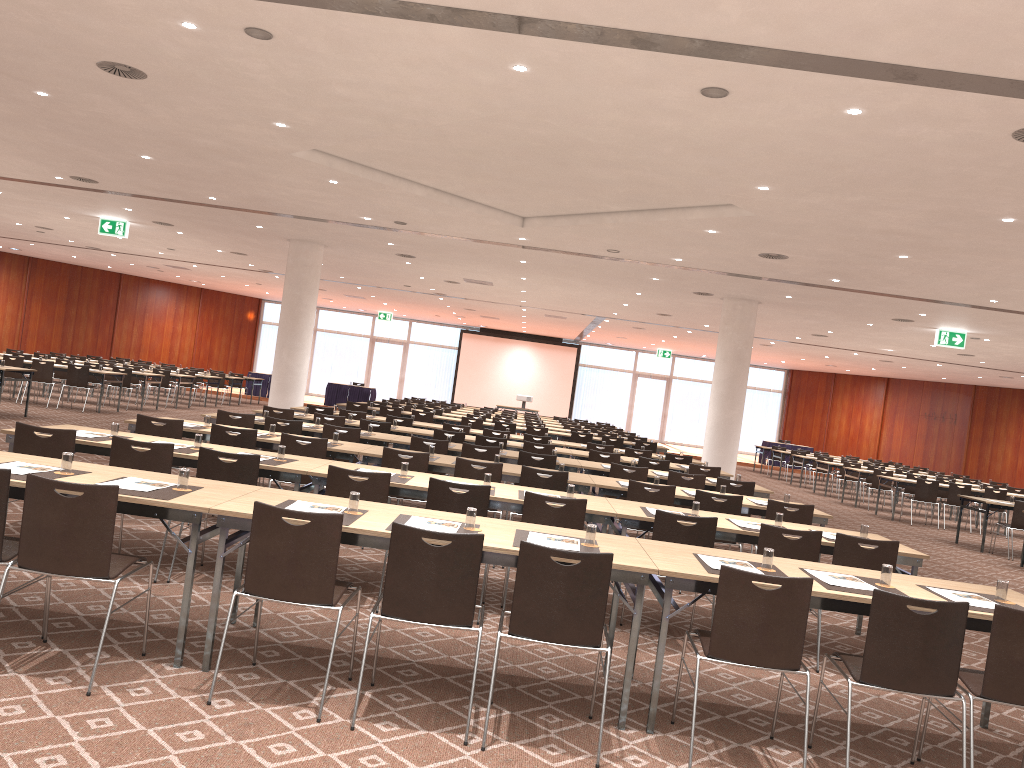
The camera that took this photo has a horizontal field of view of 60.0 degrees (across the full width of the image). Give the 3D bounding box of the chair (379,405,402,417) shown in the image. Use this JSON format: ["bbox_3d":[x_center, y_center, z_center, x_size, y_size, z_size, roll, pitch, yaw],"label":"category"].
[{"bbox_3d":[-2.474,0.917,17.884,0.535,0.939,0.614,8,0,1],"label":"chair"}]

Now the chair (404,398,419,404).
[{"bbox_3d":[-2.974,0.884,25.891,0.535,0.939,0.613,8,0,-2],"label":"chair"}]

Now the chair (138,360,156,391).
[{"bbox_3d":[-11.570,-0.263,27.971,0.535,0.939,0.613,8,0,0],"label":"chair"}]

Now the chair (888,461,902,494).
[{"bbox_3d":[11.787,2.875,27.560,0.535,0.939,0.614,8,0,0],"label":"chair"}]

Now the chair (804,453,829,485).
[{"bbox_3d":[8.884,2.477,25.741,0.535,0.939,0.614,8,0,2],"label":"chair"}]

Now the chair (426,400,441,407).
[{"bbox_3d":[-2.334,0.970,25.806,0.535,0.939,0.613,8,0,0],"label":"chair"}]

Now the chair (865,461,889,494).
[{"bbox_3d":[10.561,2.702,25.658,0.535,0.939,0.613,8,0,-1],"label":"chair"}]

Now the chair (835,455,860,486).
[{"bbox_3d":[10.472,2.698,27.578,0.535,0.939,0.613,8,0,-2],"label":"chair"}]

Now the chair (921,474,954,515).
[{"bbox_3d":[10.446,2.670,21.659,0.535,0.939,0.614,8,0,3],"label":"chair"}]

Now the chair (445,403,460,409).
[{"bbox_3d":[-1.758,1.047,25.832,0.535,0.939,0.614,8,0,4],"label":"chair"}]

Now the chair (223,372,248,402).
[{"bbox_3d":[-8.648,0.129,27.848,0.535,0.939,0.614,8,0,1],"label":"chair"}]

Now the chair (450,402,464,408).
[{"bbox_3d":[-1.766,1.054,27.798,0.535,0.939,0.613,8,0,-1],"label":"chair"}]

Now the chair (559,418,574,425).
[{"bbox_3d":[1.530,1.489,25.828,0.535,0.939,0.614,8,0,3],"label":"chair"}]

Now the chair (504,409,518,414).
[{"bbox_3d":[-0.102,1.278,27.774,0.535,0.939,0.613,8,0,0],"label":"chair"}]

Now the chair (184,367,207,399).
[{"bbox_3d":[-9.894,-0.038,27.866,0.535,0.939,0.613,8,0,-1],"label":"chair"}]

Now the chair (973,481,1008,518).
[{"bbox_3d":[11.768,2.848,21.700,0.535,0.939,0.613,8,0,-1],"label":"chair"}]

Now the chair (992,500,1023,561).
[{"bbox_3d":[8.128,2.326,14.117,0.535,0.939,0.613,8,0,0],"label":"chair"}]

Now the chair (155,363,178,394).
[{"bbox_3d":[-10.858,-0.167,28.020,0.535,0.939,0.613,8,0,-1],"label":"chair"}]

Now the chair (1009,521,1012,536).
[{"bbox_3d":[10.416,2.649,17.719,0.535,0.939,0.614,8,0,1],"label":"chair"}]

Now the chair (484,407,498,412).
[{"bbox_3d":[-0.712,1.196,27.818,0.535,0.939,0.614,8,0,2],"label":"chair"}]

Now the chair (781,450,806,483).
[{"bbox_3d":[8.207,2.386,25.691,0.535,0.939,0.614,8,0,3],"label":"chair"}]

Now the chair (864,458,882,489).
[{"bbox_3d":[11.186,2.795,27.649,0.535,0.939,0.613,8,0,-2],"label":"chair"}]

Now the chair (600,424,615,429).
[{"bbox_3d":[2.708,1.647,25.769,0.535,0.939,0.614,8,0,1],"label":"chair"}]

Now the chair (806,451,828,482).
[{"bbox_3d":[9.565,2.577,27.731,0.535,0.939,0.614,8,0,3],"label":"chair"}]

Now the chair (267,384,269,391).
[{"bbox_3d":[-8.552,0.033,32.353,0.535,0.939,0.614,8,0,3],"label":"chair"}]

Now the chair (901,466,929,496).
[{"bbox_3d":[11.731,2.860,25.701,0.535,0.939,0.614,8,0,3],"label":"chair"}]

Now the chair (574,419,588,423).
[{"bbox_3d":[2.097,1.574,27.820,0.535,0.939,0.613,8,0,0],"label":"chair"}]

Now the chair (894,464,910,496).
[{"bbox_3d":[11.127,2.778,25.569,0.535,0.939,0.614,8,0,1],"label":"chair"}]

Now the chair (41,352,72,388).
[{"bbox_3d":[-12.282,-0.375,24.040,0.535,0.939,0.613,8,0,-2],"label":"chair"}]

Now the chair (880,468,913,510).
[{"bbox_3d":[9.417,2.531,21.593,0.535,0.939,0.613,8,0,-1],"label":"chair"}]

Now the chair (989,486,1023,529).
[{"bbox_3d":[11.088,2.748,19.709,0.535,0.939,0.614,8,0,2],"label":"chair"}]

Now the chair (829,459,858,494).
[{"bbox_3d":[8.865,2.466,23.601,0.535,0.939,0.614,8,0,2],"label":"chair"}]

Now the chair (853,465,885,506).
[{"bbox_3d":[8.782,2.446,21.683,0.535,0.939,0.613,8,0,-2],"label":"chair"}]

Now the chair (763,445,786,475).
[{"bbox_3d":[8.221,2.396,27.610,0.535,0.939,0.614,8,0,3],"label":"chair"}]

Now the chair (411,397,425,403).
[{"bbox_3d":[-2.978,0.892,27.850,0.535,0.939,0.614,8,0,3],"label":"chair"}]

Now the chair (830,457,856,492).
[{"bbox_3d":[9.600,2.573,25.590,0.535,0.939,0.613,8,0,-1],"label":"chair"}]

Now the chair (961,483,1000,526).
[{"bbox_3d":[10.398,2.655,19.579,0.535,0.939,0.613,8,0,0],"label":"chair"}]

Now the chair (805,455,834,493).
[{"bbox_3d":[8.280,2.387,23.749,0.535,0.939,0.613,8,0,0],"label":"chair"}]

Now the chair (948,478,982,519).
[{"bbox_3d":[11.063,2.752,21.569,0.535,0.939,0.614,8,0,3],"label":"chair"}]

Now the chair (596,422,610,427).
[{"bbox_3d":[2.790,1.666,27.733,0.535,0.939,0.614,8,0,3],"label":"chair"}]

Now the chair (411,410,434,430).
[{"bbox_3d":[-1.828,1.004,17.798,0.535,0.939,0.614,8,0,1],"label":"chair"}]

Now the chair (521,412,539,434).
[{"bbox_3d":[0.566,1.368,27.842,0.535,0.939,0.614,8,0,3],"label":"chair"}]

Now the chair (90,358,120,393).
[{"bbox_3d":[-10.945,-0.196,23.962,0.535,0.939,0.613,8,0,-2],"label":"chair"}]

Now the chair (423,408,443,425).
[{"bbox_3d":[-1.807,1.015,19.874,0.535,0.939,0.614,8,0,2],"label":"chair"}]

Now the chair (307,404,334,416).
[{"bbox_3d":[-3.122,0.815,14.350,0.535,0.939,0.614,8,0,0],"label":"chair"}]

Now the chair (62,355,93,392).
[{"bbox_3d":[-11.653,-0.291,23.891,0.535,0.939,0.614,8,0,3],"label":"chair"}]

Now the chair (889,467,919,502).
[{"bbox_3d":[10.536,2.691,23.717,0.535,0.939,0.614,8,0,2],"label":"chair"}]

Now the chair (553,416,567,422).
[{"bbox_3d":[1.448,1.486,27.752,0.535,0.939,0.613,8,0,0],"label":"chair"}]

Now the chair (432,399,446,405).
[{"bbox_3d":[-2.339,0.978,27.883,0.535,0.939,0.614,8,0,2],"label":"chair"}]

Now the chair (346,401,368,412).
[{"bbox_3d":[-3.135,0.828,17.851,0.535,0.939,0.614,8,0,3],"label":"chair"}]

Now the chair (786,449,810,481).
[{"bbox_3d":[8.983,2.499,27.681,0.535,0.939,0.613,8,0,-1],"label":"chair"}]

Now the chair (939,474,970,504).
[{"bbox_3d":[11.802,2.860,23.559,0.535,0.939,0.614,8,0,2],"label":"chair"}]

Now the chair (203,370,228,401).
[{"bbox_3d":[-9.290,0.043,27.939,0.535,0.939,0.614,8,0,3],"label":"chair"}]

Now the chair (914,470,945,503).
[{"bbox_3d":[11.187,2.778,23.649,0.535,0.939,0.613,8,0,-1],"label":"chair"}]

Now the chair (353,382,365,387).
[{"bbox_3d":[-5.678,0.419,32.312,0.535,0.939,0.614,8,0,4],"label":"chair"}]

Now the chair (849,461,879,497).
[{"bbox_3d":[9.457,2.545,23.673,0.535,0.939,0.613,8,0,-2],"label":"chair"}]

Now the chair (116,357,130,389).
[{"bbox_3d":[-12.228,-0.352,27.899,0.535,0.939,0.613,8,0,-1],"label":"chair"}]

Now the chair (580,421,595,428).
[{"bbox_3d":[2.122,1.568,25.743,0.535,0.939,0.614,8,0,2],"label":"chair"}]
